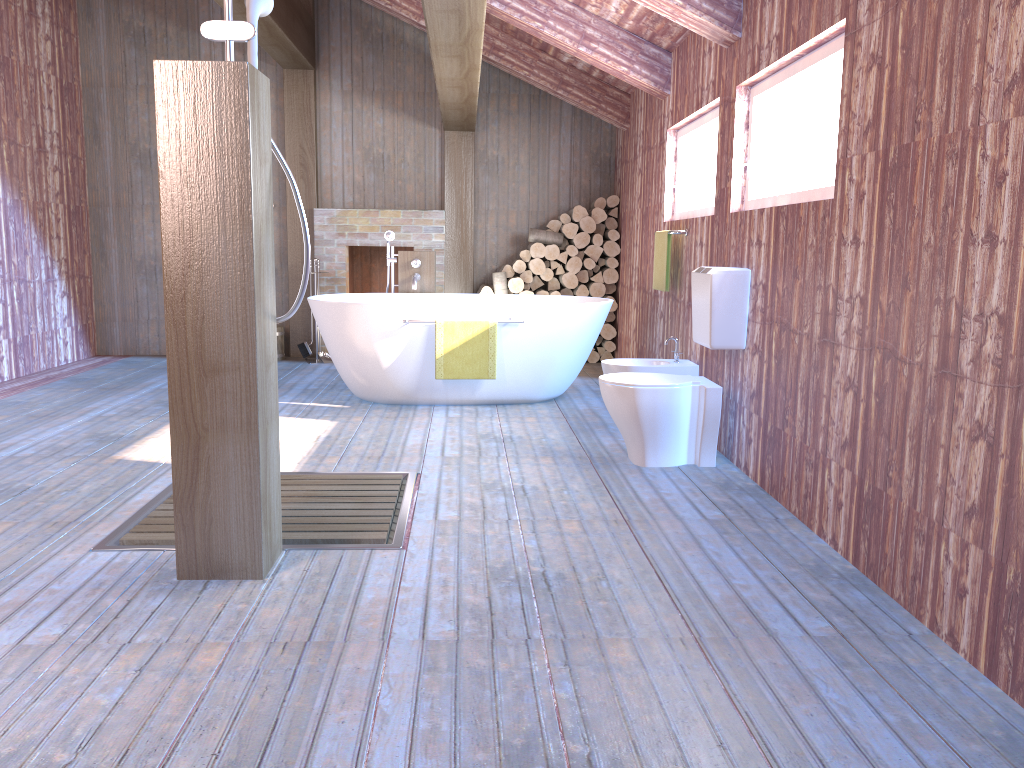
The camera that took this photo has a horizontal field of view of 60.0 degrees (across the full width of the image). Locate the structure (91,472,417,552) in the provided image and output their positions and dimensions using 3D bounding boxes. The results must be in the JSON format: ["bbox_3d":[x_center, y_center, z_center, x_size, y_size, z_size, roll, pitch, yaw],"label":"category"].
[{"bbox_3d":[-0.889,0.489,3.388,1.000,0.067,1.000,0,9,-3],"label":"structure"}]

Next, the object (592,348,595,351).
[{"bbox_3d":[0.675,-0.338,7.875,0.084,0.105,0.280,0,9,-4],"label":"object"}]

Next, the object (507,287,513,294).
[{"bbox_3d":[-0.044,-0.789,7.815,0.121,0.124,0.291,0,9,-2],"label":"object"}]

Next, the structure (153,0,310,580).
[{"bbox_3d":[-0.826,-0.530,2.684,0.328,2.209,0.522,4,9,17],"label":"structure"}]

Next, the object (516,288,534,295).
[{"bbox_3d":[0.111,-0.766,7.748,0.139,0.148,0.458,0,9,-3],"label":"object"}]

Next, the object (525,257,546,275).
[{"bbox_3d":[0.196,-1.025,7.695,0.141,0.143,0.437,0,9,-5],"label":"object"}]

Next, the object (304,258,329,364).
[{"bbox_3d":[-1.696,-0.634,7.594,0.276,0.888,0.333,8,11,38],"label":"object"}]

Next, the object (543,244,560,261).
[{"bbox_3d":[0.325,-1.147,7.689,0.138,0.147,0.440,0,9,-3],"label":"object"}]

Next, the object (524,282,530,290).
[{"bbox_3d":[0.119,-0.857,7.728,0.064,0.068,0.174,0,9,-4],"label":"object"}]

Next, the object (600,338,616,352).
[{"bbox_3d":[0.834,-0.360,7.835,0.102,0.109,0.438,0,9,-3],"label":"object"}]

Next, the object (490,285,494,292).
[{"bbox_3d":[-0.143,-0.832,7.817,0.099,0.093,0.280,0,9,-2],"label":"object"}]

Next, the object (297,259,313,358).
[{"bbox_3d":[-1.764,-0.637,7.538,0.136,0.846,0.062,-3,9,-21],"label":"object"}]

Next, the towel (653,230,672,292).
[{"bbox_3d":[0.914,-0.750,5.401,0.032,0.361,0.370,0,9,-3],"label":"towel"}]

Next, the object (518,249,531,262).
[{"bbox_3d":[0.113,-1.115,7.687,0.106,0.112,0.282,0,9,-2],"label":"object"}]

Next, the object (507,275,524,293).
[{"bbox_3d":[0.025,-0.872,7.712,0.138,0.147,0.440,0,9,-3],"label":"object"}]

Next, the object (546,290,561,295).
[{"bbox_3d":[0.357,-0.774,7.743,0.098,0.100,0.437,0,9,-5],"label":"object"}]

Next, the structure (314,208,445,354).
[{"bbox_3d":[-1.155,-0.867,7.830,1.130,1.330,0.226,0,9,-3],"label":"structure"}]

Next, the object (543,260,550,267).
[{"bbox_3d":[0.292,-1.043,7.683,0.057,0.061,0.156,0,9,-4],"label":"object"}]

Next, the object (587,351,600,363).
[{"bbox_3d":[0.697,-0.254,7.886,0.116,0.117,0.289,0,9,-5],"label":"object"}]

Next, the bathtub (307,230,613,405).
[{"bbox_3d":[-0.351,-0.455,5.840,1.935,1.109,1.460,4,9,19],"label":"bathtub"}]

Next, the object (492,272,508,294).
[{"bbox_3d":[-0.098,-0.805,7.542,0.147,0.298,0.109,1,9,0],"label":"object"}]

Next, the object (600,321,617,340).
[{"bbox_3d":[0.815,-0.484,7.818,0.147,0.152,0.439,0,9,-3],"label":"object"}]

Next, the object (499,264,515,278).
[{"bbox_3d":[-0.049,-0.987,7.732,0.114,0.113,0.301,0,9,-5],"label":"object"}]

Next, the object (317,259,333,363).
[{"bbox_3d":[-1.617,-0.622,7.535,0.206,0.871,0.126,8,11,39],"label":"object"}]

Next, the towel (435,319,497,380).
[{"bbox_3d":[-0.274,-0.206,5.303,0.370,0.361,0.032,0,9,-7],"label":"towel"}]

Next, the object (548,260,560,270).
[{"bbox_3d":[0.366,-1.036,7.703,0.088,0.092,0.280,0,9,-2],"label":"object"}]

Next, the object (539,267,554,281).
[{"bbox_3d":[0.293,-0.960,7.708,0.115,0.123,0.291,0,9,-2],"label":"object"}]

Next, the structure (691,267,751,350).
[{"bbox_3d":[0.953,-0.356,4.097,0.182,0.363,0.358,0,9,-2],"label":"structure"}]

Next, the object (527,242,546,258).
[{"bbox_3d":[0.210,-1.161,7.681,0.135,0.145,0.439,0,9,-3],"label":"object"}]

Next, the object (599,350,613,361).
[{"bbox_3d":[0.818,-0.257,7.905,0.114,0.113,0.301,0,9,-5],"label":"object"}]

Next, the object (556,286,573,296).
[{"bbox_3d":[0.464,-0.798,7.846,0.116,0.118,0.289,0,9,-5],"label":"object"}]

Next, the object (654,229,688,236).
[{"bbox_3d":[0.952,-0.914,5.372,0.091,0.043,0.581,0,9,-2],"label":"object"}]

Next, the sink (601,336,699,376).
[{"bbox_3d":[0.751,-0.008,4.941,0.515,0.517,0.335,0,9,-2],"label":"sink"}]

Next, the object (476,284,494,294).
[{"bbox_3d":[-0.232,-0.794,7.720,0.139,0.137,0.455,0,9,-5],"label":"object"}]

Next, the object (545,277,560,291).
[{"bbox_3d":[0.359,-0.884,7.827,0.104,0.127,0.321,0,9,-2],"label":"object"}]

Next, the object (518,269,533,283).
[{"bbox_3d":[0.114,-0.938,7.716,0.111,0.113,0.301,0,9,-4],"label":"object"}]

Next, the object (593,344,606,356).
[{"bbox_3d":[0.772,-0.303,7.890,0.085,0.086,0.278,0,9,-5],"label":"object"}]

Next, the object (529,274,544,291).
[{"bbox_3d":[0.210,-0.899,7.815,0.128,0.150,0.323,0,9,-3],"label":"object"}]

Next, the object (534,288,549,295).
[{"bbox_3d":[0.254,-0.772,7.742,0.114,0.120,0.303,0,9,-2],"label":"object"}]

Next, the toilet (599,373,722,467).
[{"bbox_3d":[0.669,0.169,4.169,0.534,0.400,0.375,0,9,-2],"label":"toilet"}]

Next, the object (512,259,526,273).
[{"bbox_3d":[0.059,-1.024,7.683,0.115,0.123,0.291,0,9,-2],"label":"object"}]
